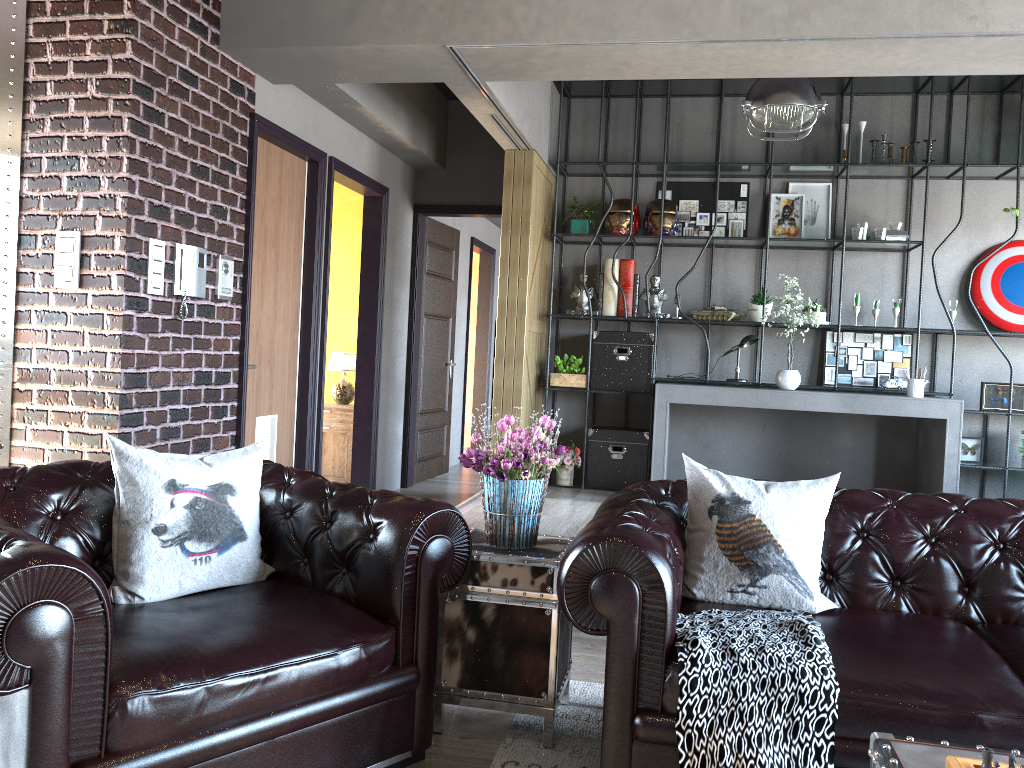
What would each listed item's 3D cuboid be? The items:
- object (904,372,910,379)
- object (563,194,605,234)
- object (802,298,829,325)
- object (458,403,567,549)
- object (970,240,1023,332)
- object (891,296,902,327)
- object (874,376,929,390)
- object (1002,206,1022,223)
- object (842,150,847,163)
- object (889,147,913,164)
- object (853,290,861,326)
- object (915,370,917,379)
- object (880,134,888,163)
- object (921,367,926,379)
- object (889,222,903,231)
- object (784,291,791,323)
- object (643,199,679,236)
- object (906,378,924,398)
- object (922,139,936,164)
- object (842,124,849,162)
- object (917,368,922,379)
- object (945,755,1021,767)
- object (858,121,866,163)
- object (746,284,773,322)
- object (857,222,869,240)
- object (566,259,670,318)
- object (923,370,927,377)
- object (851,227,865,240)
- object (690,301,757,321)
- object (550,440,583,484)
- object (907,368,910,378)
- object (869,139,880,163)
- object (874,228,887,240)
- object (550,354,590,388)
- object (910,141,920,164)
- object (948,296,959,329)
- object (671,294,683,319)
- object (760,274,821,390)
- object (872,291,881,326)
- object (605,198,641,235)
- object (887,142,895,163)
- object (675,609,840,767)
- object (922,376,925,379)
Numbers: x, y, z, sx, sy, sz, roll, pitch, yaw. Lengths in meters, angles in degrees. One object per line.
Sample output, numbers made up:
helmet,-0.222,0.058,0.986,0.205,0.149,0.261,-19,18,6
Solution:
object,2.912,-0.006,6.454,0.137,0.190,0.009,3,1,15
object,0.562,-1.369,7.285,0.324,0.339,0.295,2,2,-32
object,2.351,-0.565,6.901,0.235,0.212,0.235,2,2,-33
object,0.006,0.309,3.045,0.349,0.484,0.352,4,2,42
object,3.918,-0.746,6.809,0.751,0.739,0.185,3,1,12
object,2.917,-0.549,6.741,0.113,0.246,0.113,4,1,30
object,2.983,-0.011,6.836,0.379,0.111,0.351,5,3,44
object,3.967,-1.460,6.401,0.720,1.025,0.650,4,2,30
object,2.555,-1.729,6.804,0.135,0.129,0.135,2,2,-15
object,2.975,-1.717,6.730,0.189,0.152,0.189,4,2,34
object,2.626,-0.578,6.762,0.113,0.275,0.113,3,1,15
object,2.946,-0.023,6.476,0.009,0.167,0.061,3,1,24
object,2.830,-1.771,6.750,0.100,0.243,0.100,3,1,21
object,2.976,-0.030,6.444,0.052,0.185,0.009,3,1,13
object,2.978,-1.216,6.881,0.103,0.068,0.103,3,2,4
object,2.206,-0.609,7.104,0.113,0.273,0.113,2,1,-22
object,1.207,-1.331,7.138,0.280,0.327,0.399,3,2,2
object,2.927,0.031,6.437,0.110,0.137,0.110,3,2,22
object,3.155,-1.748,6.708,0.130,0.232,0.130,3,1,-11
object,2.641,-1.864,7.044,0.128,0.390,0.128,2,1,-20
object,2.965,-0.013,6.465,0.037,0.204,0.023,2,1,-39
object,1.040,0.779,1.538,0.429,0.036,0.429,3,2,12
object,2.736,-1.856,6.952,0.128,0.390,0.128,2,1,-29
object,1.952,-0.633,6.963,0.136,0.305,0.193,2,2,-45
object,2.693,-1.161,6.820,0.087,0.155,0.087,3,1,24
object,0.879,-0.773,7.239,0.833,0.466,0.290,3,1,12
object,2.973,-0.022,6.432,0.062,0.169,0.009,3,1,11
object,2.623,-1.133,6.728,0.092,0.099,0.092,2,2,-41
object,1.699,-0.581,7.076,0.206,0.170,0.577,1,2,-43
object,0.413,0.634,7.262,0.345,0.362,0.332,3,2,15
object,2.902,-0.016,6.471,0.023,0.202,0.046,2,2,-42
object,2.787,-1.771,6.833,0.084,0.233,0.084,4,2,39
object,2.782,-1.124,6.696,0.092,0.099,0.093,2,2,-31
object,0.474,-0.111,7.173,0.304,0.265,0.180,3,1,12
object,3.094,-1.755,6.820,0.084,0.233,0.084,3,1,-7
object,3.369,-0.539,6.779,0.113,0.270,0.113,3,1,0
object,1.312,-0.615,7.040,0.093,0.200,0.093,3,1,7
object,2.056,-0.386,6.492,0.398,0.852,0.421,2,1,-32
object,2.878,-0.588,7.016,0.113,0.301,0.113,4,1,30
object,0.895,-1.348,7.202,0.280,0.327,0.399,3,2,17
object,2.940,-1.762,6.900,0.080,0.226,0.080,2,1,-15
object,0.485,0.958,2.110,0.562,0.569,1.699,4,2,32
object,2.950,0.011,6.421,0.068,0.159,0.009,3,1,25
